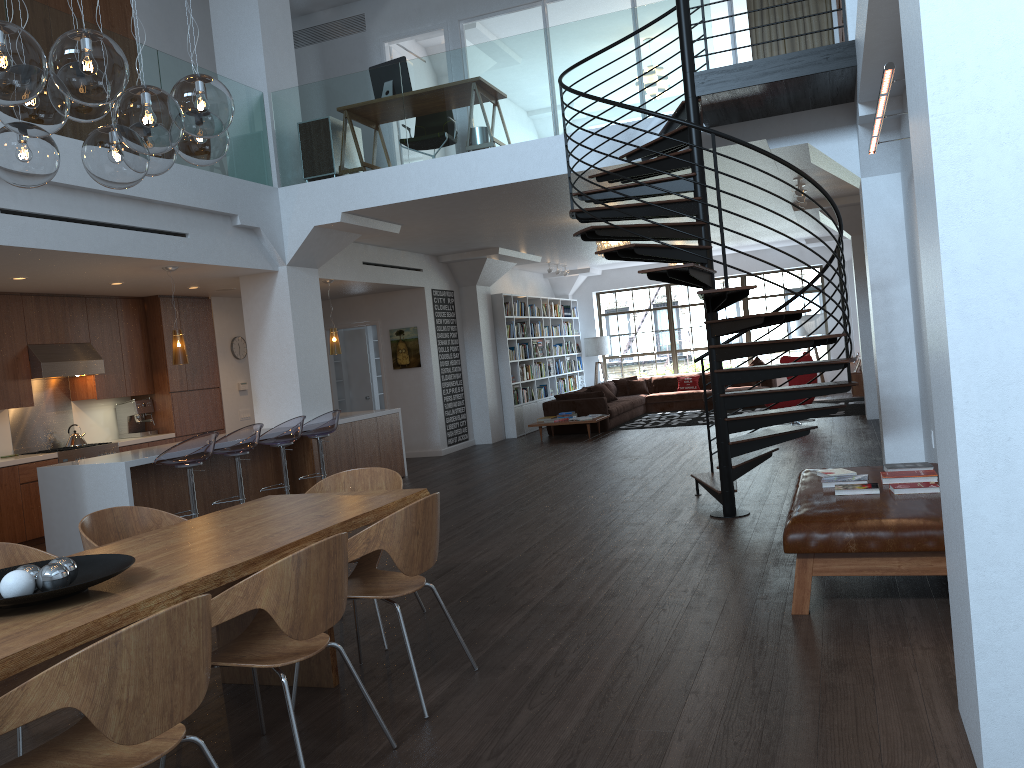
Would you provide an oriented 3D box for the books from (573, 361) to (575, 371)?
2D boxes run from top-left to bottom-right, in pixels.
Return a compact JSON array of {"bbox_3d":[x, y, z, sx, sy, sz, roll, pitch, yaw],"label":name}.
[{"bbox_3d":[1.211,-0.356,18.392,0.161,0.221,0.035,-5,2,20],"label":"books"}]

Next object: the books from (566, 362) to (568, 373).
[{"bbox_3d":[1.047,-0.334,17.950,0.161,0.223,0.030,-5,2,20],"label":"books"}]

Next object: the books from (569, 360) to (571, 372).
[{"bbox_3d":[1.114,-0.359,18.152,0.171,0.246,0.036,-5,2,20],"label":"books"}]

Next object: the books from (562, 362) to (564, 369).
[{"bbox_3d":[0.947,-0.327,17.695,0.159,0.248,0.089,-5,2,20],"label":"books"}]

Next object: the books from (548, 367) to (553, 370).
[{"bbox_3d":[0.656,-0.287,16.965,0.231,0.044,0.168,-5,2,15],"label":"books"}]

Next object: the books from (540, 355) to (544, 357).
[{"bbox_3d":[0.484,-0.513,16.519,0.171,0.039,0.246,-5,2,20],"label":"books"}]

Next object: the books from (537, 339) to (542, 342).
[{"bbox_3d":[0.464,-0.803,16.529,0.129,0.043,0.185,-4,2,35],"label":"books"}]

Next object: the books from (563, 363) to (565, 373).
[{"bbox_3d":[0.966,-0.317,17.721,0.161,0.222,0.084,-5,2,20],"label":"books"}]

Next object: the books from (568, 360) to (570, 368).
[{"bbox_3d":[1.086,-0.356,18.089,0.183,0.253,0.039,-5,2,20],"label":"books"}]

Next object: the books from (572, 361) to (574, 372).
[{"bbox_3d":[1.184,-0.360,18.325,0.161,0.223,0.032,-5,2,20],"label":"books"}]

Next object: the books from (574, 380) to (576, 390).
[{"bbox_3d":[1.237,0.022,18.363,0.144,0.207,0.048,-5,2,20],"label":"books"}]

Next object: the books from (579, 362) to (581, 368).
[{"bbox_3d":[1.370,-0.387,18.831,0.161,0.213,0.146,-5,2,20],"label":"books"}]

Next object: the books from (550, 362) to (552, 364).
[{"bbox_3d":[0.665,-0.392,16.938,0.161,0.026,0.223,-5,2,10],"label":"books"}]

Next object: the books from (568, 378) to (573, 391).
[{"bbox_3d":[1.153,0.013,18.162,0.183,0.253,0.037,-5,2,20],"label":"books"}]

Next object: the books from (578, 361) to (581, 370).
[{"bbox_3d":[1.357,-0.386,18.782,0.161,0.213,0.118,-5,2,20],"label":"books"}]

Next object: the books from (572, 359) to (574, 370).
[{"bbox_3d":[1.189,-0.375,18.360,0.160,0.251,0.039,-5,2,20],"label":"books"}]

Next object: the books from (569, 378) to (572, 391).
[{"bbox_3d":[1.112,0.021,18.060,0.183,0.253,0.036,-5,2,20],"label":"books"}]

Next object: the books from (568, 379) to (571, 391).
[{"bbox_3d":[1.087,0.025,17.993,0.183,0.253,0.036,-5,2,20],"label":"books"}]

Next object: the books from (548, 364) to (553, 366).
[{"bbox_3d":[0.650,-0.363,16.960,0.223,0.032,0.161,-5,2,20],"label":"books"}]

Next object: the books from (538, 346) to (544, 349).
[{"bbox_3d":[0.463,-0.677,16.519,0.183,0.042,0.253,-5,2,20],"label":"books"}]

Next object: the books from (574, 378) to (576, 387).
[{"bbox_3d":[1.236,0.003,18.409,0.159,0.241,0.038,-5,2,20],"label":"books"}]

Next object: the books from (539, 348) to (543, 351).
[{"bbox_3d":[0.462,-0.635,16.527,0.168,0.045,0.231,-5,2,15],"label":"books"}]

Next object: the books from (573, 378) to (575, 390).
[{"bbox_3d":[1.191,0.009,18.276,0.189,0.247,0.057,-5,2,20],"label":"books"}]

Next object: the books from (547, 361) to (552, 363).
[{"bbox_3d":[0.657,-0.416,16.947,0.208,0.024,0.144,-5,2,25],"label":"books"}]

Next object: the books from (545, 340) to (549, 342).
[{"bbox_3d":[0.580,-0.810,16.846,0.224,0.030,0.161,-5,2,30],"label":"books"}]

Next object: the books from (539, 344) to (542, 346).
[{"bbox_3d":[0.456,-0.713,16.526,0.161,0.033,0.223,-5,2,20],"label":"books"}]

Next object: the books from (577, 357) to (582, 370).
[{"bbox_3d":[1.402,-0.434,18.924,0.176,0.290,0.053,-5,2,20],"label":"books"}]

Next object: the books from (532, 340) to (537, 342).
[{"bbox_3d":[0.330,-0.779,16.120,0.223,0.027,0.161,-5,2,30],"label":"books"}]

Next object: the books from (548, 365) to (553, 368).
[{"bbox_3d":[0.645,-0.327,16.957,0.253,0.040,0.183,-5,2,20],"label":"books"}]

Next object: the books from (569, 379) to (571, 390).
[{"bbox_3d":[1.104,0.023,18.025,0.183,0.253,0.037,-5,2,20],"label":"books"}]

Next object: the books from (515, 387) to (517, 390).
[{"bbox_3d":[-0.013,0.084,15.018,0.174,0.045,0.240,-5,2,10],"label":"books"}]

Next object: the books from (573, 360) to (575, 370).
[{"bbox_3d":[1.233,-0.371,18.476,0.168,0.228,0.139,-5,2,20],"label":"books"}]

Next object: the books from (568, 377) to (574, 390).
[{"bbox_3d":[1.156,-0.005,18.222,0.198,0.284,0.066,-5,2,20],"label":"books"}]

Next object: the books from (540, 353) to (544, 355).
[{"bbox_3d":[0.477,-0.552,16.517,0.160,0.039,0.251,-5,2,25],"label":"books"}]

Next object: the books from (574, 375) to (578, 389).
[{"bbox_3d":[1.278,-0.030,18.529,0.176,0.290,0.053,-5,2,20],"label":"books"}]

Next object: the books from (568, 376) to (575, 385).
[{"bbox_3d":[1.223,-0.021,18.317,0.140,0.298,0.044,-5,2,20],"label":"books"}]

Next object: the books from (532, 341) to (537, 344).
[{"bbox_3d":[0.333,-0.743,16.145,0.174,0.045,0.240,-5,2,20],"label":"books"}]

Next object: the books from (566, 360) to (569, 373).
[{"bbox_3d":[1.060,-0.352,17.987,0.174,0.251,0.051,-5,2,20],"label":"books"}]

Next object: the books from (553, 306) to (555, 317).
[{"bbox_3d":[0.750,-1.415,17.434,0.161,0.223,0.026,-5,2,20],"label":"books"}]

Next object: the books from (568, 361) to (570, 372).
[{"bbox_3d":[1.090,-0.342,18.052,0.161,0.223,0.030,-5,2,20],"label":"books"}]

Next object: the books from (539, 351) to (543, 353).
[{"bbox_3d":[0.448,-0.589,16.520,0.180,0.042,0.259,-5,2,20],"label":"books"}]

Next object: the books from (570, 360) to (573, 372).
[{"bbox_3d":[1.155,-0.370,18.265,0.183,0.253,0.042,-5,2,20],"label":"books"}]

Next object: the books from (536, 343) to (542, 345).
[{"bbox_3d":[0.447,-0.742,16.552,0.223,0.027,0.161,-5,2,10],"label":"books"}]

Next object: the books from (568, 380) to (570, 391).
[{"bbox_3d":[1.073,0.039,17.960,0.168,0.231,0.040,-5,2,20],"label":"books"}]

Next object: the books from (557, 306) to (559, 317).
[{"bbox_3d":[0.824,-1.444,17.621,0.183,0.253,0.034,-5,2,20],"label":"books"}]

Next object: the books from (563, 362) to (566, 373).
[{"bbox_3d":[0.976,-0.317,17.754,0.161,0.218,0.101,-5,2,20],"label":"books"}]

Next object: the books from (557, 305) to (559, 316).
[{"bbox_3d":[0.831,-1.446,17.654,0.183,0.253,0.034,-5,2,20],"label":"books"}]

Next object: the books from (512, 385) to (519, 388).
[{"bbox_3d":[-0.017,0.048,14.993,0.223,0.027,0.161,-5,2,30],"label":"books"}]

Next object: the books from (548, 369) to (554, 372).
[{"bbox_3d":[0.652,-0.245,16.984,0.259,0.040,0.180,-5,2,20],"label":"books"}]

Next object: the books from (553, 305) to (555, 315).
[{"bbox_3d":[0.745,-1.424,17.473,0.174,0.240,0.045,-5,2,20],"label":"books"}]

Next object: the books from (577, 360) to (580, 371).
[{"bbox_3d":[1.323,-0.391,18.687,0.172,0.235,0.112,-5,2,20],"label":"books"}]

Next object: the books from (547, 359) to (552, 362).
[{"bbox_3d":[0.648,-0.448,16.941,0.185,0.041,0.129,-4,2,35],"label":"books"}]

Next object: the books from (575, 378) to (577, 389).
[{"bbox_3d":[1.254,-0.003,18.451,0.171,0.246,0.057,-5,2,20],"label":"books"}]

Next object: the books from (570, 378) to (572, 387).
[{"bbox_3d":[1.140,0.017,18.133,0.160,0.250,0.027,-5,2,20],"label":"books"}]
